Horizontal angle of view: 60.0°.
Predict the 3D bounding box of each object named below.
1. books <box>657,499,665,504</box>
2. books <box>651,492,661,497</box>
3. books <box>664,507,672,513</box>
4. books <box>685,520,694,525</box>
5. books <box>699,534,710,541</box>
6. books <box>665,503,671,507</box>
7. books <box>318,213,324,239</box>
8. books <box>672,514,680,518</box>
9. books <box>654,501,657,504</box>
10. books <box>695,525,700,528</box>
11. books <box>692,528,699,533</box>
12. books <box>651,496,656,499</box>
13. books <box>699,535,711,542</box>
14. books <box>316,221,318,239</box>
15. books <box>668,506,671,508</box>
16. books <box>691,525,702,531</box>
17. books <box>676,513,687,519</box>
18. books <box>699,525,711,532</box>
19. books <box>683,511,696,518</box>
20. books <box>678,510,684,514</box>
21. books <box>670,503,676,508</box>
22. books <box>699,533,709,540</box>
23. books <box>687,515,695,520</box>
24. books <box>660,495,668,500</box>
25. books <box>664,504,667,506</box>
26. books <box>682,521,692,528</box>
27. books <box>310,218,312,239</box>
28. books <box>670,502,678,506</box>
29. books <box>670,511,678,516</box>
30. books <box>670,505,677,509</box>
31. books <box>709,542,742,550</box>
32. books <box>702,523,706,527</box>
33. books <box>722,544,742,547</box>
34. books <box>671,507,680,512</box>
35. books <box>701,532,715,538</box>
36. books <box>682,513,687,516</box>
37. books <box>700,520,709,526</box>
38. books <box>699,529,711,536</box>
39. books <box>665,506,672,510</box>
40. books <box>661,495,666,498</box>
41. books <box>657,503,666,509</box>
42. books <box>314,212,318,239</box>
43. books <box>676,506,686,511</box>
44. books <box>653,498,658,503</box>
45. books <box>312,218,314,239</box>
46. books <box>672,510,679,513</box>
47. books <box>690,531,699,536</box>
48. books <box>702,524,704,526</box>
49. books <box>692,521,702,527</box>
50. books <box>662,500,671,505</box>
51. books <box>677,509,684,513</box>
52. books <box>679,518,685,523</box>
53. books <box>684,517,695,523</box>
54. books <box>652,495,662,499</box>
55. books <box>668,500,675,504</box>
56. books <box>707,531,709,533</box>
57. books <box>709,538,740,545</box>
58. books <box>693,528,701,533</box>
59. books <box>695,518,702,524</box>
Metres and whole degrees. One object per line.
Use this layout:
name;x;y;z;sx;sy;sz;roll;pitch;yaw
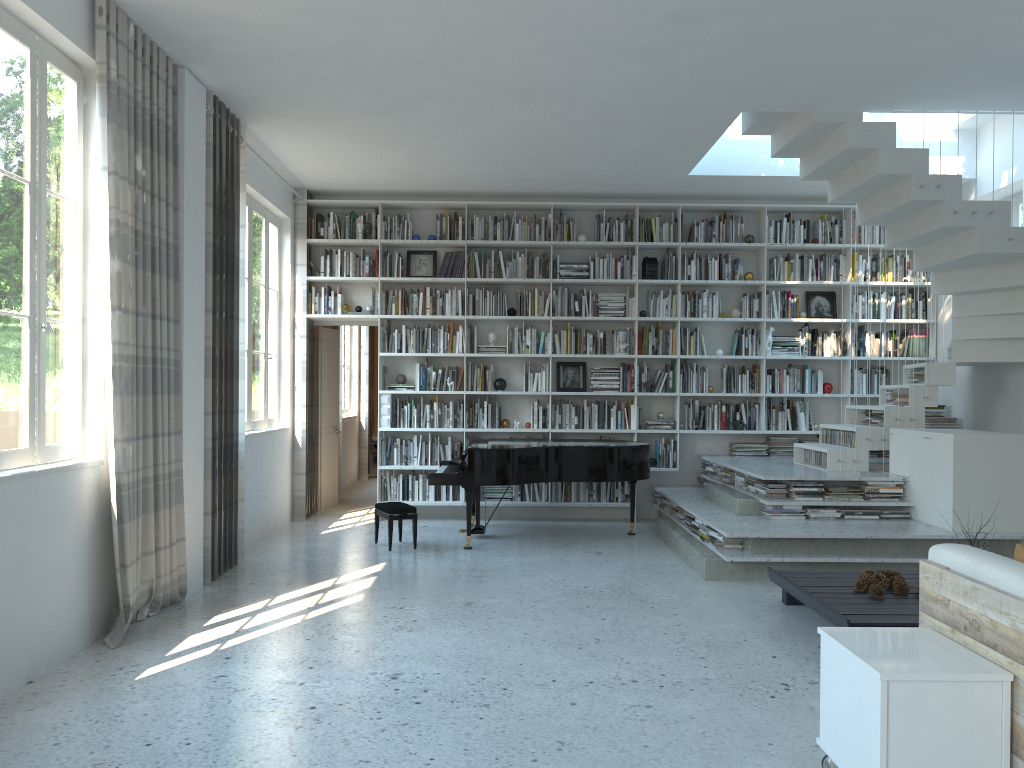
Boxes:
books;1.494;1.123;8.468;0.191;0.028;0.212;0;0;3
books;1.490;1.091;8.762;0.191;0.013;0.243;0;0;-5
books;1.504;1.163;8.161;0.177;0.026;0.230;0;0;2
books;1.516;1.127;7.229;0.177;0.011;0.220;0;0;1
books;1.521;1.144;6.623;0.178;0.009;0.276;0;0;-3
books;1.507;1.106;8.161;0.171;0.020;0.193;0;0;3
books;-1.897;-1.544;8.816;0.025;0.269;0.177;0;0;-1
books;1.519;1.166;7.849;0.157;0.014;0.180;0;0;-4
books;1.508;1.173;8.762;0.171;0.016;0.241;0;0;-1
books;1.519;1.106;6.924;0.171;0.007;0.260;0;0;2
books;1.523;1.151;6.924;0.171;0.005;0.297;0;0;-2
books;1.496;1.125;8.762;0.177;0.012;0.278;0;0;-5
books;1.510;1.156;6.623;0.191;0.016;0.209;0;0;4
books;-1.922;-1.507;8.821;0.024;0.195;0.167;0;0;-1
books;1.524;1.132;8.161;0.149;0.007;0.300;0;0;-1
books;1.513;1.125;6.924;0.189;0.013;0.215;0;0;-3
books;1.512;1.120;7.539;0.182;0.013;0.287;0;0;0
books;1.519;1.082;6.622;0.168;0.013;0.281;0;0;-6
books;1.516;1.064;7.229;0.170;0.014;0.281;0;0;-4
books;1.521;1.088;7.539;0.169;0.009;0.241;0;0;-1
books;1.503;1.079;7.849;0.182;0.016;0.199;0;0;4
books;1.514;1.137;6.623;0.191;0.006;0.275;0;0;1
books;1.529;1.088;7.229;0.142;0.017;0.239;0;0;-5
books;1.512;1.086;8.468;0.160;0.009;0.291;0;0;1
books;1.514;1.143;8.469;0.147;0.012;0.206;0;0;-6
books;1.506;1.146;7.229;0.189;0.009;0.291;0;0;2
books;-1.984;-1.524;8.837;0.024;0.228;0.130;0;0;-1
books;1.511;1.063;7.849;0.171;0.015;0.253;0;0;-4
books;1.515;1.145;7.849;0.159;0.012;0.292;0;0;-4
books;1.509;1.091;7.849;0.169;0.009;0.241;0;0;-5
books;1.521;1.154;6.318;0.184;0.017;0.230;0;0;1
books;1.518;1.048;6.622;0.178;0.010;0.196;0;0;4
books;1.552;1.138;6.319;0.132;0.014;0.205;0;0;-1
books;1.514;1.114;7.849;0.159;0.011;0.246;0;0;-5
books;1.529;1.131;6.623;0.170;0.006;0.268;0;0;-1
books;1.525;1.097;7.539;0.155;0.009;0.297;0;0;0
books;1.517;1.035;6.622;0.182;0.016;0.256;0;0;2
books;1.517;1.107;6.623;0.191;0.015;0.246;0;0;0
books;1.511;1.142;8.161;0.172;0.014;0.221;0;0;0
books;1.522;1.080;8.469;0.126;0.005;0.290;0;0;-6
books;1.502;1.164;8.469;0.189;0.030;0.237;0;0;-1
books;-1.941;-1.552;8.818;0.014;0.286;0.175;0;0;-1
books;1.510;1.063;7.539;0.179;0.012;0.249;0;0;-4
books;1.497;1.151;8.762;0.179;0.012;0.261;0;0;2
books;-1.960;-1.521;8.827;0.023;0.223;0.151;0;0;-1
books;1.520;1.133;7.849;0.165;0.012;0.205;0;0;-1
books;1.507;1.164;6.924;0.193;0.005;0.225;0;0;-5
books;1.527;1.064;6.622;0.175;0.006;0.251;0;0;-1
books;1.517;1.094;6.924;0.180;0.017;0.182;0;0;-4
books;1.504;1.088;8.160;0.180;0.015;0.294;0;0;-3
books;1.513;1.076;7.539;0.165;0.014;0.235;0;0;-6
books;1.514;1.159;7.539;0.161;0.008;0.254;0;0;4
books;1.518;1.109;7.229;0.160;0.025;0.244;0;0;-6
books;1.498;1.115;8.762;0.188;0.009;0.211;0;0;-2
books;1.499;1.042;7.849;0.193;0.005;0.225;0;0;-5
books;1.530;1.097;6.623;0.150;0.004;0.290;0;0;3
books;1.515;1.122;6.318;0.187;0.017;0.205;0;0;4
books;1.519;1.136;6.924;0.180;0.008;0.267;0;0;-2
books;1.532;1.072;6.924;0.141;0.028;0.222;0;0;-6
